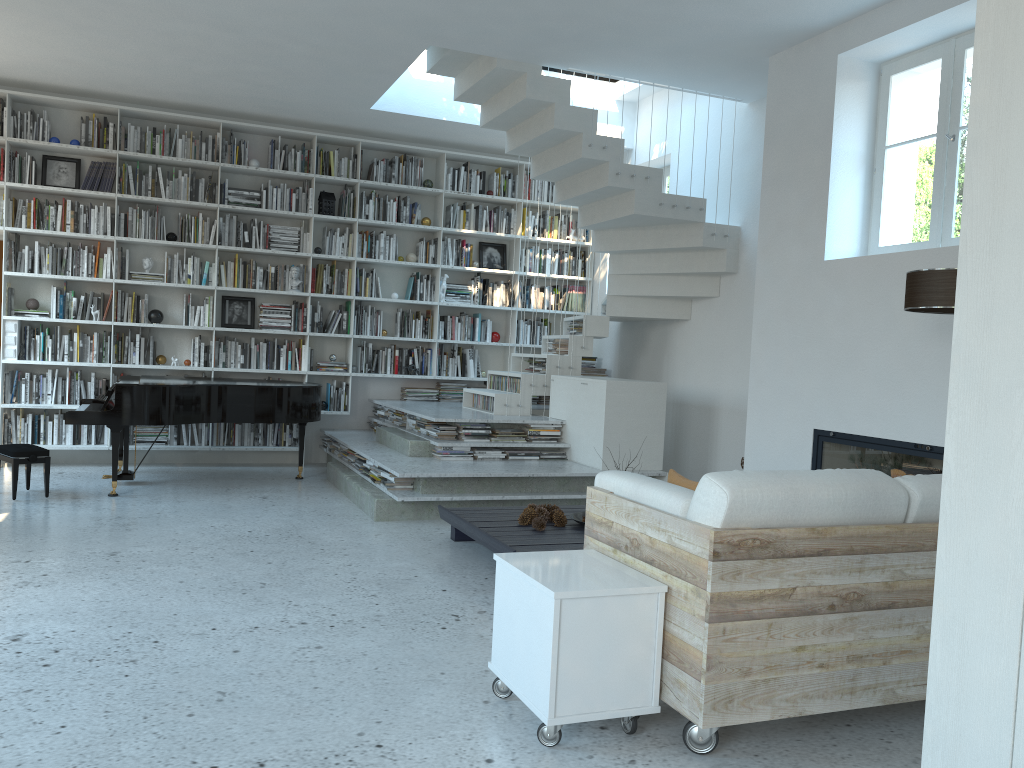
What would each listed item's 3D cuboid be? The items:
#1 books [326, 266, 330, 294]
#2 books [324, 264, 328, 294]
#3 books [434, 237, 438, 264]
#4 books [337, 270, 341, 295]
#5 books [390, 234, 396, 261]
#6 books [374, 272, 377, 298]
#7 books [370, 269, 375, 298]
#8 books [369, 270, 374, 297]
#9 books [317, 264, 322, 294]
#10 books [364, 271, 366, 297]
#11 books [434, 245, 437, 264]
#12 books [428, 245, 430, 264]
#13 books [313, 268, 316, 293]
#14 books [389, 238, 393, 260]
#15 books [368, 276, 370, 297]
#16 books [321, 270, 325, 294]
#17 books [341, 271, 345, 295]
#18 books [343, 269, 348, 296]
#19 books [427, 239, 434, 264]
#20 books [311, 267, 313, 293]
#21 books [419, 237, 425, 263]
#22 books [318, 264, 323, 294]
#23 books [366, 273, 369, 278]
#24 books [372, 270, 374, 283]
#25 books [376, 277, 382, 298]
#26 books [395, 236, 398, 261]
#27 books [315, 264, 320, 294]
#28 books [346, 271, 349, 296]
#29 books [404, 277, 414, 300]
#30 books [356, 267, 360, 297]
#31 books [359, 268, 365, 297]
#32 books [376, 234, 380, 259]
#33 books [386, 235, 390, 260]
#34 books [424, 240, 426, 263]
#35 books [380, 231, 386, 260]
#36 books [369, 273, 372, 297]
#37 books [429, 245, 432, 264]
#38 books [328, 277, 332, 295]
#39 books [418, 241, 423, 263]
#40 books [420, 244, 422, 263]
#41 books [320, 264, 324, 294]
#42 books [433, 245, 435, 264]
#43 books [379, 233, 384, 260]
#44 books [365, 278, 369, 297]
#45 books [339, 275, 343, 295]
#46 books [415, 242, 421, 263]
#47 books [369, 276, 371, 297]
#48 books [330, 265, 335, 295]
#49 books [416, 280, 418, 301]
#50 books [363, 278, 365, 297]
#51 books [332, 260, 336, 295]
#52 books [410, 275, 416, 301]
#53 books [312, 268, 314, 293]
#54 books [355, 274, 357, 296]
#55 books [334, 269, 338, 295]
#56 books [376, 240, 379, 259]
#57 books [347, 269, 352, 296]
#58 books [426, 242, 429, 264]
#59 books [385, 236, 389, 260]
[{"bbox_3d":[-1.794,-0.994,8.566,0.035,0.278,0.139,2,3,-22],"label":"books"},{"bbox_3d":[-1.803,-1.002,8.537,0.019,0.294,0.163,2,3,-22],"label":"books"},{"bbox_3d":[-0.778,-1.325,8.918,0.005,0.278,0.182,2,3,-22],"label":"books"},{"bbox_3d":[-1.688,-0.971,8.568,0.027,0.242,0.188,2,3,-22],"label":"books"},{"bbox_3d":[-1.184,-1.337,8.755,0.024,0.272,0.169,2,3,-22],"label":"books"},{"bbox_3d":[-1.357,-0.966,8.735,0.007,0.254,0.160,2,3,-22],"label":"books"},{"bbox_3d":[-1.374,-0.983,8.718,0.013,0.287,0.158,2,3,-22],"label":"books"},{"bbox_3d":[-1.387,-0.975,8.708,0.006,0.270,0.178,2,3,-22],"label":"books"},{"bbox_3d":[-1.865,-1.004,8.525,0.035,0.293,0.145,2,3,-22],"label":"books"},{"bbox_3d":[-1.457,-0.971,8.690,0.013,0.256,0.144,2,3,-22],"label":"books"},{"bbox_3d":[-0.791,-1.289,8.922,0.012,0.206,0.169,2,3,-22],"label":"books"},{"bbox_3d":[-0.858,-1.293,8.915,0.012,0.206,0.137,2,3,-22],"label":"books"},{"bbox_3d":[-1.911,-0.983,8.525,0.013,0.247,0.176,2,3,-22],"label":"books"},{"bbox_3d":[-1.210,-1.318,8.758,0.021,0.232,0.183,2,3,-22],"label":"books"},{"bbox_3d":[-1.421,-0.946,8.701,0.014,0.209,0.156,2,3,-22],"label":"books"},{"bbox_3d":[-1.821,-0.971,8.535,0.015,0.232,0.180,2,3,-22],"label":"books"},{"bbox_3d":[-1.652,-0.969,8.612,0.028,0.239,0.145,2,3,-22],"label":"books"},{"bbox_3d":[-1.627,-0.981,8.615,0.032,0.266,0.142,2,3,-22],"label":"books"},{"bbox_3d":[-0.824,-1.316,8.904,0.016,0.257,0.175,2,3,-22],"label":"books"},{"bbox_3d":[-1.937,-0.988,8.503,0.015,0.255,0.150,2,3,-22],"label":"books"},{"bbox_3d":[-0.904,-1.324,8.875,0.015,0.267,0.164,2,3,-22],"label":"books"},{"bbox_3d":[-1.848,-1.002,8.516,0.035,0.293,0.145,2,3,-22],"label":"books"},{"bbox_3d":[-1.430,-0.963,8.697,0.008,0.242,0.169,2,3,-22],"label":"books"},{"bbox_3d":[-1.383,-0.977,8.715,0.006,0.274,0.167,2,3,-22],"label":"books"},{"bbox_3d":[-1.321,-0.941,8.722,0.051,0.210,0.176,2,3,-22],"label":"books"},{"bbox_3d":[-1.157,-1.327,8.791,0.034,0.254,0.160,2,3,-22],"label":"books"},{"bbox_3d":[-1.873,-1.003,8.511,0.035,0.293,0.145,2,3,-22],"label":"books"},{"bbox_3d":[-1.616,-0.972,8.636,0.019,0.248,0.148,2,3,-22],"label":"books"},{"bbox_3d":[-1.027,-0.946,8.865,0.056,0.241,0.153,2,3,-22],"label":"books"},{"bbox_3d":[-1.519,-0.988,8.650,0.035,0.288,0.191,2,3,-22],"label":"books"},{"bbox_3d":[-1.472,-0.981,8.653,0.013,0.279,0.191,2,3,-22],"label":"books"},{"bbox_3d":[-1.326,-1.335,8.718,0.011,0.257,0.131,2,3,-22],"label":"books"},{"bbox_3d":[-1.236,-1.334,8.762,0.024,0.262,0.133,2,3,-22],"label":"books"},{"bbox_3d":[-0.894,-1.312,8.892,0.016,0.244,0.151,2,3,-22],"label":"books"},{"bbox_3d":[-1.280,-1.352,8.737,0.027,0.295,0.159,2,3,-22],"label":"books"},{"bbox_3d":[-1.401,-0.962,8.713,0.017,0.243,0.132,2,3,-22],"label":"books"},{"bbox_3d":[-0.843,-1.289,8.909,0.013,0.202,0.173,2,3,-22],"label":"books"},{"bbox_3d":[-1.774,-0.945,8.580,0.030,0.181,0.131,2,3,-22],"label":"books"},{"bbox_3d":[-0.921,-1.308,8.883,0.012,0.232,0.154,2,3,-22],"label":"books"},{"bbox_3d":[-0.930,-1.295,8.882,0.005,0.205,0.153,2,3,-22],"label":"books"},{"bbox_3d":[-1.841,-1.003,8.535,0.035,0.293,0.145,2,3,-22],"label":"books"},{"bbox_3d":[-0.812,-1.289,8.909,0.013,0.204,0.173,2,3,-22],"label":"books"},{"bbox_3d":[-1.297,-1.336,8.704,0.030,0.263,0.182,2,3,-22],"label":"books"},{"bbox_3d":[-1.434,-0.937,8.669,0.017,0.192,0.191,2,3,-22],"label":"books"},{"bbox_3d":[-1.669,-0.951,8.585,0.034,0.204,0.181,2,3,-22],"label":"books"},{"bbox_3d":[-0.941,-1.303,8.881,0.015,0.220,0.140,2,3,-22],"label":"books"},{"bbox_3d":[-1.409,-0.946,8.698,0.007,0.212,0.158,2,3,-22],"label":"books"},{"bbox_3d":[-1.738,-0.998,8.549,0.019,0.293,0.182,2,3,-22],"label":"books"},{"bbox_3d":[-0.969,-0.929,8.875,0.006,0.210,0.188,2,3,-22],"label":"books"},{"bbox_3d":[-1.470,-0.939,8.681,0.014,0.192,0.146,2,3,-22],"label":"books"},{"bbox_3d":[-1.732,-1.021,8.570,0.021,0.338,0.169,2,3,-22],"label":"books"},{"bbox_3d":[-0.990,-0.958,8.872,0.021,0.264,0.174,2,3,-22],"label":"books"},{"bbox_3d":[-1.921,-0.982,8.509,0.014,0.244,0.145,2,3,-22],"label":"books"},{"bbox_3d":[-1.543,-0.956,8.653,0.015,0.220,0.154,2,3,-22],"label":"books"},{"bbox_3d":[-1.718,-0.978,8.581,0.033,0.253,0.174,2,3,-22],"label":"books"},{"bbox_3d":[-1.342,-1.304,8.708,0.025,0.194,0.171,2,3,-22],"label":"books"},{"bbox_3d":[-1.596,-0.982,8.641,0.033,0.269,0.141,2,3,-22],"label":"books"},{"bbox_3d":[-0.869,-1.304,8.904,0.016,0.228,0.160,2,3,-22],"label":"books"},{"bbox_3d":[-1.251,-1.325,8.734,0.025,0.245,0.183,2,3,-22],"label":"books"}]
